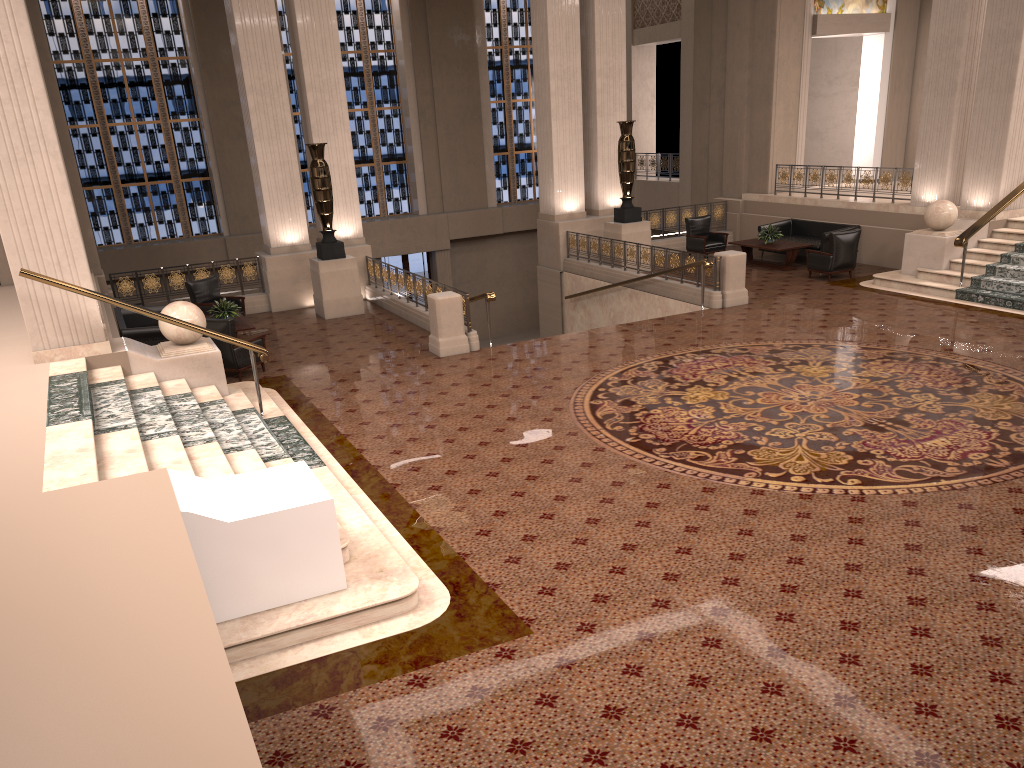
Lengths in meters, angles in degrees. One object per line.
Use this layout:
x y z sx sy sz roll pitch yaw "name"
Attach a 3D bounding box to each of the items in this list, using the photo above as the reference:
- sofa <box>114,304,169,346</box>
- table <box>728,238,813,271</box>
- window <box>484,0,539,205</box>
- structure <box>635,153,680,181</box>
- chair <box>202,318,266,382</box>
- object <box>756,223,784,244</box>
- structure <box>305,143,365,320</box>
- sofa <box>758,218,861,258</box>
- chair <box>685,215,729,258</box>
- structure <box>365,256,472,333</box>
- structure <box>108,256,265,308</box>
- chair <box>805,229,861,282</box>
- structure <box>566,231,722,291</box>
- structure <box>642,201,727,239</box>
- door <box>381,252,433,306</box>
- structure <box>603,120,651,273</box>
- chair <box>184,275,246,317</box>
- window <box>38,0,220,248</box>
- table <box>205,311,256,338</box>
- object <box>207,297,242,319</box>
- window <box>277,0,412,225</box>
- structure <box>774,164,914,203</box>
-5.206 -0.676 12.830 0.867 0.735 1.868 -12 20 -23 "sofa"
4.992 -2.512 17.127 0.831 0.453 1.434 -12 19 -23 "table"
0.509 -7.913 24.542 2.961 5.577 0.067 -12 23 -22 "window"
3.794 -5.624 22.811 0.031 0.695 2.094 -14 20 -23 "structure"
-3.749 -0.521 11.776 0.644 0.878 0.693 6 22 24 "chair"
4.961 -2.900 16.952 0.502 0.392 0.505 -1 19 8 "object"
-3.104 -2.585 14.930 0.694 2.902 0.679 -13 23 -22 "structure"
5.810 -2.802 17.423 0.867 0.735 1.868 -12 20 -23 "sofa"
4.044 -3.051 18.381 0.640 0.878 0.698 -15 23 -27 "chair"
-1.629 -1.550 14.331 0.078 0.559 4.796 -13 19 -23 "structure"
-5.690 -1.775 15.551 2.513 0.681 0.031 -11 23 -22 "structure"
5.659 -2.289 15.542 0.642 0.878 0.696 -13 22 -23 "chair"
2.185 -2.286 15.921 0.078 0.559 4.799 -14 20 -24 "structure"
3.719 -3.591 19.474 2.513 0.681 0.031 -11 23 -22 "structure"
-2.859 -2.280 24.453 1.478 2.835 0.150 -12 23 -22 "door"
2.238 -3.616 17.157 0.694 2.902 0.679 -13 23 -22 "structure"
-4.905 -1.323 14.646 0.712 0.878 0.628 8 23 29 "chair"
-8.846 -6.108 20.642 2.961 5.577 0.067 -12 23 -22 "window"
-4.368 -0.705 13.224 0.831 0.453 1.434 -12 19 -23 "table"
-4.253 -1.090 13.007 0.502 0.392 0.505 -1 19 8 "object"
-4.248 -6.995 22.559 2.961 5.577 0.067 -12 23 -22 "window"
6.453 -3.969 17.380 0.031 0.650 3.590 -14 20 -23 "structure"
